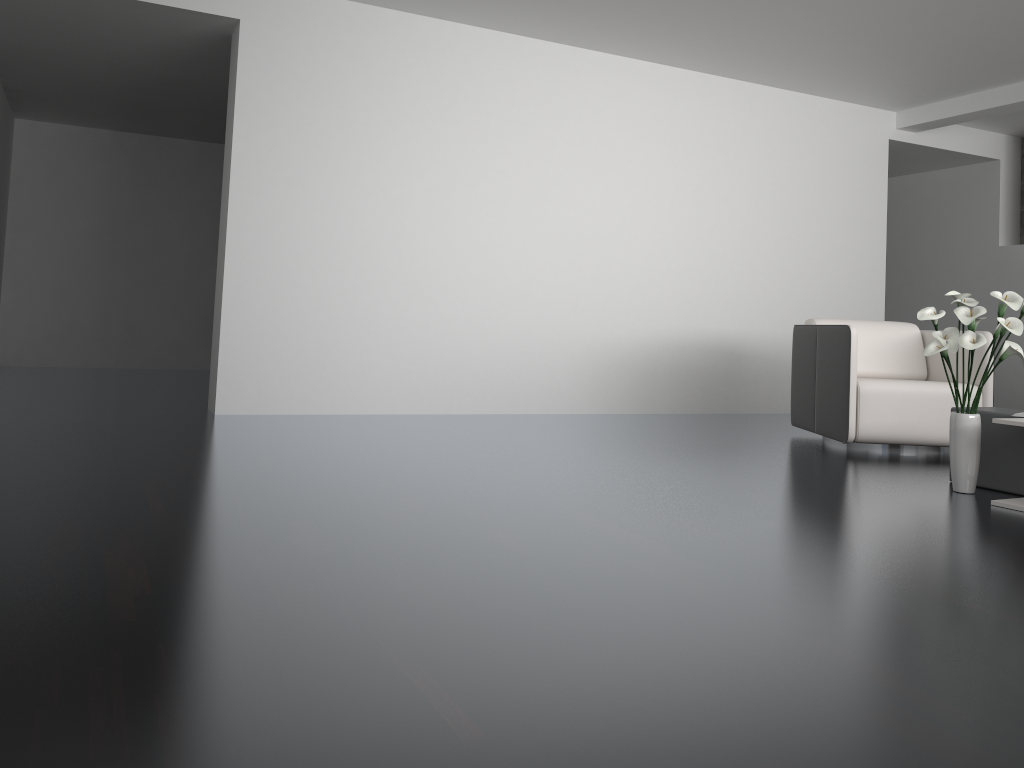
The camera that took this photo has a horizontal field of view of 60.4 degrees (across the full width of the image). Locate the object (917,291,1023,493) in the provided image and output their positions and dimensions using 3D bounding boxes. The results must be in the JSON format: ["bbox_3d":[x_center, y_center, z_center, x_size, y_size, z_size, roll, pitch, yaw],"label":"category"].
[{"bbox_3d":[1.802,0.034,3.395,0.445,0.801,0.378,4,-2,-43],"label":"object"}]

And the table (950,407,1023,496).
[{"bbox_3d":[2.283,0.308,3.250,0.297,0.314,1.261,3,3,-28],"label":"table"}]

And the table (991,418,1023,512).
[{"bbox_3d":[2.121,0.325,2.878,0.297,0.314,0.971,3,3,-28],"label":"table"}]

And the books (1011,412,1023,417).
[{"bbox_3d":[2.250,0.134,3.337,0.550,0.017,0.357,6,5,44],"label":"books"}]

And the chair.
[{"bbox_3d":[2.092,-0.033,4.972,0.767,0.664,0.919,3,1,-1],"label":"chair"}]
